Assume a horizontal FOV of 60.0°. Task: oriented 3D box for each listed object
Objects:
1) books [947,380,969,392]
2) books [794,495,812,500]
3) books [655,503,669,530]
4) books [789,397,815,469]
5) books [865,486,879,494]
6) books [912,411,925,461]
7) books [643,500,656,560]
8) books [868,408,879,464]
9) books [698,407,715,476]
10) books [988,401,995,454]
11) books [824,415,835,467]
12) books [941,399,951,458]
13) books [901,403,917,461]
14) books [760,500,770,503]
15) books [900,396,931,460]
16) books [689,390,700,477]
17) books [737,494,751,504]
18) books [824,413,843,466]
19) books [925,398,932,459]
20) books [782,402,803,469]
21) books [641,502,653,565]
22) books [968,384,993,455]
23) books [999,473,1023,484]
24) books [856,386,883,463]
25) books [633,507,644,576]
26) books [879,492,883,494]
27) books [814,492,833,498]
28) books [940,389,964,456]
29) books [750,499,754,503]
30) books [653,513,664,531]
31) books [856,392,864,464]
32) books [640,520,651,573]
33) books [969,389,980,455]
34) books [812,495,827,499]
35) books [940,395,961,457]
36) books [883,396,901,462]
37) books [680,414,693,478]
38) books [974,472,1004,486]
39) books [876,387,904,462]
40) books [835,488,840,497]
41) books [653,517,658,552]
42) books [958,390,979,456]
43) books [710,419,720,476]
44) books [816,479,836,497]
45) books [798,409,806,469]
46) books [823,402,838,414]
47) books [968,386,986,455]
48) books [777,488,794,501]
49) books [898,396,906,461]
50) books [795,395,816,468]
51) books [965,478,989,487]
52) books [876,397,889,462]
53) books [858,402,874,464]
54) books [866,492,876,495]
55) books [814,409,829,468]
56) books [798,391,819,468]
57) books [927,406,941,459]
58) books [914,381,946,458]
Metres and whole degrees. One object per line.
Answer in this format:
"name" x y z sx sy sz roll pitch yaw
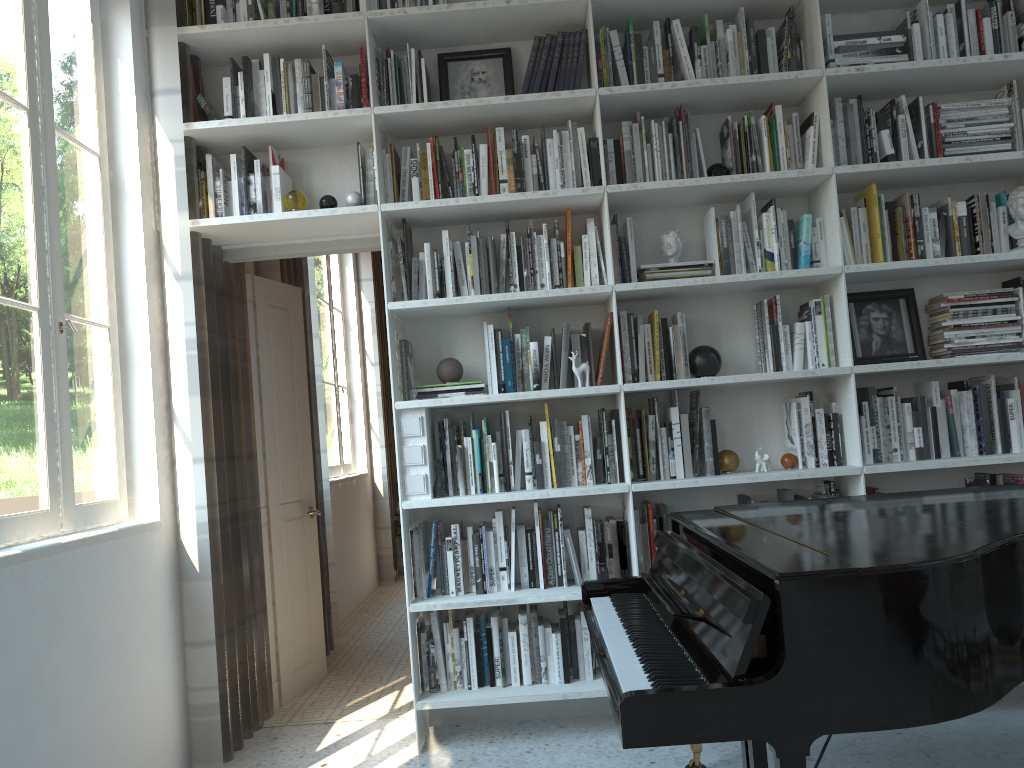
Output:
"books" 1.735 0.132 3.425 0.014 0.286 0.134 -4 -3 1
"books" 1.121 0.562 3.384 0.011 0.266 0.191 -4 -3 1
"books" 0.587 0.602 3.429 0.026 0.273 0.146 -4 -3 1
"books" 1.117 0.188 3.417 0.027 0.269 0.159 -4 -3 1
"books" 1.361 0.531 3.337 0.012 0.284 0.137 -4 -3 1
"books" 1.520 0.198 3.395 0.029 0.183 0.174 -4 -3 1
"books" 0.534 0.599 3.422 0.013 0.288 0.161 -4 -3 1
"books" 1.359 0.200 3.417 0.024 0.208 0.170 -4 -3 1
"books" 0.742 0.221 3.419 0.027 0.261 0.163 -4 -3 1
"books" 1.804 0.168 3.413 0.021 0.202 0.128 -4 -3 1
"books" 1.202 0.220 3.435 0.031 0.194 0.142 -4 -3 1
"books" 1.637 0.172 3.421 0.025 0.220 0.140 -4 -3 1
"books" 1.493 0.184 3.401 0.023 0.217 0.174 -4 -3 1
"books" 0.998 0.580 3.400 0.022 0.251 0.187 -4 -3 1
"books" 1.547 0.170 3.403 0.029 0.237 0.166 -4 -3 1
"books" 0.701 0.191 3.424 0.050 0.328 0.166 -4 -3 1
"books" 0.905 0.571 3.417 0.012 0.285 0.159 -4 -3 1
"books" 1.228 0.214 3.421 0.024 0.201 0.158 -4 -3 1
"books" 1.569 0.172 3.413 0.013 0.230 0.139 -4 -3 1
"books" 1.084 0.199 3.427 0.012 0.254 0.161 -4 -3 1
"books" 0.523 0.602 3.420 0.010 0.282 0.149 -4 -3 1
"books" 1.777 0.138 3.400 0.028 0.264 0.161 -4 -3 1
"books" 1.893 0.485 3.326 0.015 0.293 0.169 -4 -3 1
"books" 1.381 0.158 3.435 0.027 0.290 0.140 -4 -3 1
"books" 0.482 0.614 3.428 0.023 0.266 0.134 -4 -3 1
"books" 1.399 0.540 3.321 0.021 0.259 0.169 -4 -3 1
"books" 1.203 0.555 3.389 0.013 0.268 0.183 -4 -3 1
"books" 1.691 0.151 3.428 0.025 0.254 0.136 -4 -3 1
"books" 0.917 0.577 3.411 0.012 0.270 0.142 -4 -3 1
"books" 0.564 0.621 3.403 0.023 0.237 0.173 -4 -3 1
"books" 1.312 0.170 3.418 0.011 0.275 0.146 -4 -3 1
"books" 0.508 0.638 3.420 0.026 0.213 0.140 -4 -3 1
"books" 1.749 0.148 3.418 0.011 0.251 0.158 -4 -3 1
"books" 1.191 0.561 3.403 0.012 0.260 0.147 -4 -3 1
"books" 1.663 0.162 3.413 0.031 0.237 0.159 -4 -3 1
"books" 1.433 0.175 3.410 0.027 0.245 0.179 -4 -3 1
"books" 0.666 0.239 3.438 0.029 0.240 0.135 -4 -3 1
"books" 1.800 0.487 3.324 0.013 0.303 0.181 -4 -3 1
"books" 1.452 0.155 3.407 0.013 0.282 0.166 -4 -3 1
"books" 1.233 0.543 3.408 0.021 0.289 0.160 -4 -3 1
"books" 0.548 0.627 3.413 0.010 0.228 0.168 -4 -3 1
"books" 1.716 0.152 3.401 0.026 0.245 0.191 -4 -3 1
"books" 0.769 0.245 3.433 0.023 0.212 0.160 -4 -3 1
"books" 1.214 0.528 3.399 0.013 0.320 0.173 -4 -3 1
"books" 1.098 0.212 3.434 0.015 0.225 0.148 -4 -3 1
"books" 1.249 0.193 3.448 0.019 0.242 0.107 -4 -3 1
"books" 1.759 0.141 3.407 0.010 0.261 0.181 -4 -3 1
"books" 1.067 0.554 3.424 0.025 0.294 0.134 -4 -3 1
"books" 1.471 0.173 3.424 0.021 0.244 0.141 -4 -3 1
"books" 1.136 0.183 3.431 0.010 0.277 0.155 -4 -3 1
"books" 1.763 0.500 3.338 0.012 0.285 0.159 -4 -3 1
"books" 1.408 0.177 3.428 0.024 0.247 0.132 -4 -3 1
"books" 1.332 0.188 3.406 0.027 0.234 0.167 -4 -3 1
"books" 1.351 0.541 3.342 0.011 0.266 0.152 -4 -3 1
"books" 1.171 0.208 3.416 0.029 0.221 0.153 -4 -3 1
"books" 1.147 0.175 3.427 0.014 0.290 0.132 -4 -3 1
"books" 1.588 0.187 3.399 0.023 0.196 0.165 -4 -3 1
"books" 1.609 0.138 3.414 0.026 0.291 0.152 -4 -3 1
